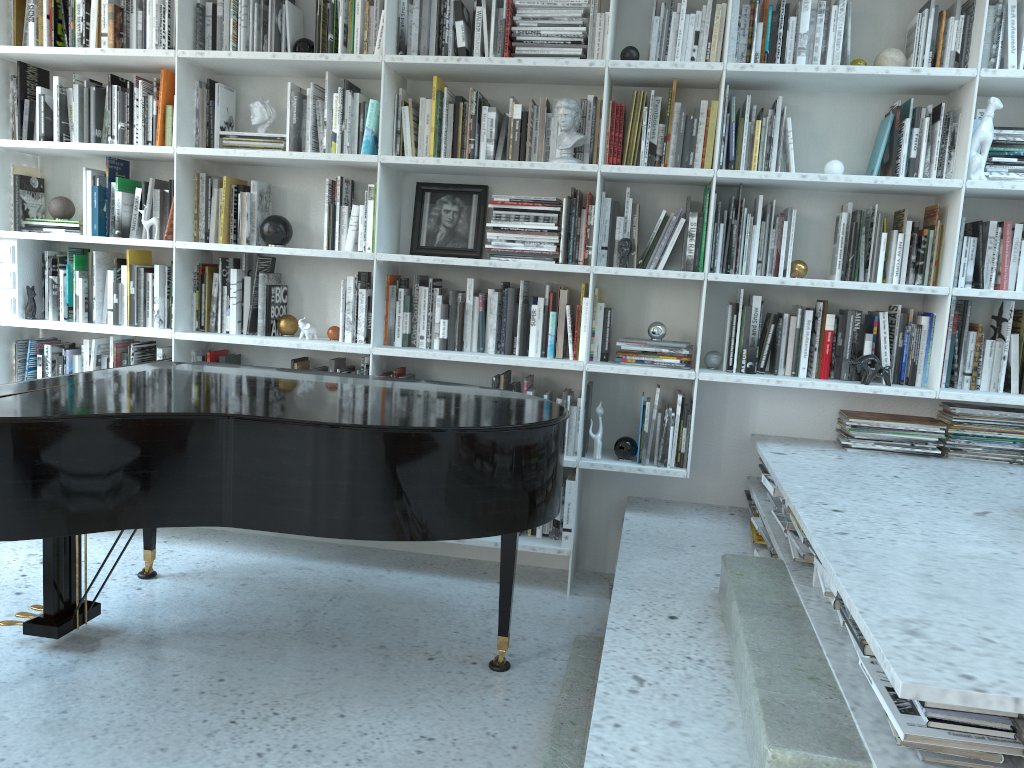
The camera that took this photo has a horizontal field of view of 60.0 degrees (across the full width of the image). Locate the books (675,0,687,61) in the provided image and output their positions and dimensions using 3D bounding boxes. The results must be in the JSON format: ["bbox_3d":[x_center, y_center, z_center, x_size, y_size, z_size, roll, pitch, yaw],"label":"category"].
[{"bbox_3d":[0.631,-1.303,3.319,0.028,0.276,0.186,5,8,9],"label":"books"}]

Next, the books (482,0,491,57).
[{"bbox_3d":[-0.089,-1.373,3.457,0.049,0.291,0.162,5,8,9],"label":"books"}]

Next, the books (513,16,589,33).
[{"bbox_3d":[0.157,-1.385,3.420,0.285,0.012,0.159,5,7,8],"label":"books"}]

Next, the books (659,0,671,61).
[{"bbox_3d":[0.578,-1.298,3.356,0.028,0.250,0.164,5,8,9],"label":"books"}]

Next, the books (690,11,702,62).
[{"bbox_3d":[0.687,-1.268,3.329,0.029,0.211,0.157,5,7,9],"label":"books"}]

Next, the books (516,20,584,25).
[{"bbox_3d":[0.156,-1.372,3.419,0.254,0.012,0.160,5,7,11],"label":"books"}]

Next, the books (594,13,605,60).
[{"bbox_3d":[0.339,-1.293,3.396,0.029,0.199,0.171,5,7,9],"label":"books"}]

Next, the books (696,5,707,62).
[{"bbox_3d":[0.707,-1.279,3.331,0.024,0.234,0.149,5,8,9],"label":"books"}]

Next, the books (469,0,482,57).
[{"bbox_3d":[-0.139,-1.375,3.469,0.022,0.286,0.130,5,8,9],"label":"books"}]

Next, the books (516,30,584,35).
[{"bbox_3d":[0.154,-1.336,3.426,0.254,0.012,0.160,5,7,10],"label":"books"}]

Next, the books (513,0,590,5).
[{"bbox_3d":[0.160,-1.446,3.409,0.285,0.012,0.159,5,7,11],"label":"books"}]

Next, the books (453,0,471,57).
[{"bbox_3d":[-0.186,-1.353,3.467,0.066,0.237,0.153,5,8,9],"label":"books"}]

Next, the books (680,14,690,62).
[{"bbox_3d":[0.646,-1.263,3.332,0.024,0.195,0.172,5,7,9],"label":"books"}]

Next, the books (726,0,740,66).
[{"bbox_3d":[0.816,-1.278,3.304,0.028,0.252,0.189,5,7,9],"label":"books"}]

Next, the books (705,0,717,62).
[{"bbox_3d":[0.741,-1.298,3.322,0.025,0.277,0.172,5,8,9],"label":"books"}]

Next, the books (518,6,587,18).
[{"bbox_3d":[0.160,-1.423,3.416,0.254,0.012,0.160,5,7,9],"label":"books"}]

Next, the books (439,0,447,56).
[{"bbox_3d":[-0.261,-1.368,3.486,0.011,0.252,0.152,5,8,9],"label":"books"}]

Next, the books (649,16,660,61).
[{"bbox_3d":[0.537,-1.267,3.350,0.028,0.186,0.181,5,7,9],"label":"books"}]

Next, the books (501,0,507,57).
[{"bbox_3d":[-0.016,-1.344,3.441,0.015,0.245,0.182,5,7,9],"label":"books"}]

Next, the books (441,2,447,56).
[{"bbox_3d":[-0.249,-1.358,3.486,0.014,0.233,0.147,5,8,9],"label":"books"}]

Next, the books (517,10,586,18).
[{"bbox_3d":[0.158,-1.410,3.414,0.254,0.012,0.160,5,7,11],"label":"books"}]

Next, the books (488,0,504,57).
[{"bbox_3d":[-0.058,-1.358,3.439,0.021,0.269,0.191,5,7,9],"label":"books"}]

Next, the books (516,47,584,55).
[{"bbox_3d":[0.151,-1.277,3.434,0.254,0.012,0.160,5,7,8],"label":"books"}]

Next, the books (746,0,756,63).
[{"bbox_3d":[0.883,-1.289,3.311,0.014,0.279,0.153,5,8,9],"label":"books"}]

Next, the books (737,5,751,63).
[{"bbox_3d":[0.861,-1.273,3.321,0.030,0.242,0.138,5,8,9],"label":"books"}]

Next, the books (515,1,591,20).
[{"bbox_3d":[0.158,-1.434,3.403,0.285,0.012,0.159,4,7,4],"label":"books"}]

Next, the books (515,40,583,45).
[{"bbox_3d":[0.152,-1.300,3.428,0.254,0.012,0.160,5,7,11],"label":"books"}]

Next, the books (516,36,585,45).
[{"bbox_3d":[0.152,-1.313,3.427,0.254,0.012,0.160,4,7,7],"label":"books"}]

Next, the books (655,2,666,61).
[{"bbox_3d":[0.561,-1.296,3.364,0.024,0.243,0.159,5,8,9],"label":"books"}]

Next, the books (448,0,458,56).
[{"bbox_3d":[-0.223,-1.358,3.479,0.011,0.240,0.147,5,8,9],"label":"books"}]

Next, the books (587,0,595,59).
[{"bbox_3d":[0.305,-1.321,3.385,0.012,0.254,0.160,5,8,9],"label":"books"}]

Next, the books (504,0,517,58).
[{"bbox_3d":[-0.004,-1.342,3.427,0.013,0.247,0.176,5,7,9],"label":"books"}]

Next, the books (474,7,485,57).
[{"bbox_3d":[-0.119,-1.338,3.464,0.024,0.217,0.147,5,7,9],"label":"books"}]

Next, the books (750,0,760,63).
[{"bbox_3d":[0.894,-1.270,3.295,0.014,0.248,0.176,5,7,9],"label":"books"}]

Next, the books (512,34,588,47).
[{"bbox_3d":[0.153,-1.324,3.428,0.285,0.012,0.159,5,7,10],"label":"books"}]

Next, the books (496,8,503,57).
[{"bbox_3d":[-0.034,-1.332,3.455,0.024,0.216,0.132,5,8,9],"label":"books"}]

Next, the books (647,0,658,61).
[{"bbox_3d":[0.532,-1.320,3.367,0.018,0.286,0.159,5,8,9],"label":"books"}]

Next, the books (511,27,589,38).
[{"bbox_3d":[0.154,-1.348,3.420,0.285,0.012,0.159,5,7,12],"label":"books"}]

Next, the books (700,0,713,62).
[{"bbox_3d":[0.726,-1.307,3.326,0.028,0.294,0.154,5,8,9],"label":"books"}]

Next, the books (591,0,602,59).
[{"bbox_3d":[0.322,-1.354,3.394,0.012,0.319,0.139,5,8,9],"label":"books"}]

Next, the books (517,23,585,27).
[{"bbox_3d":[0.155,-1.360,3.418,0.254,0.012,0.160,4,7,6],"label":"books"}]

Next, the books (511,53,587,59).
[{"bbox_3d":[0.149,-1.252,3.437,0.285,0.012,0.159,5,7,10],"label":"books"}]

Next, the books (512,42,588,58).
[{"bbox_3d":[0.151,-1.288,3.428,0.285,0.012,0.159,4,7,6],"label":"books"}]

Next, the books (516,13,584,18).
[{"bbox_3d":[0.156,-1.396,3.409,0.254,0.012,0.160,5,7,14],"label":"books"}]

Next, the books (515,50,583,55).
[{"bbox_3d":[0.150,-1.265,3.437,0.254,0.012,0.160,5,7,9],"label":"books"}]

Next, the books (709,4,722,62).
[{"bbox_3d":[0.753,-1.271,3.307,0.028,0.230,0.176,5,7,9],"label":"books"}]

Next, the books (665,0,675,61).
[{"bbox_3d":[0.593,-1.310,3.353,0.019,0.276,0.145,5,8,9],"label":"books"}]

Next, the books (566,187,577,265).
[{"bbox_3d":[0.238,-0.620,3.516,0.011,0.299,0.130,5,8,9],"label":"books"}]

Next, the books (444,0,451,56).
[{"bbox_3d":[-0.236,-1.365,3.479,0.014,0.250,0.172,5,7,9],"label":"books"}]

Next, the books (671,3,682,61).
[{"bbox_3d":[0.617,-1.287,3.345,0.023,0.236,0.178,5,7,9],"label":"books"}]

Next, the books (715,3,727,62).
[{"bbox_3d":[0.775,-1.275,3.319,0.026,0.238,0.172,5,7,9],"label":"books"}]

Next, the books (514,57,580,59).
[{"bbox_3d":[0.148,-1.240,3.434,0.254,0.012,0.160,5,7,12],"label":"books"}]

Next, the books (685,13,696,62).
[{"bbox_3d":[0.665,-1.263,3.332,0.027,0.197,0.184,5,7,9],"label":"books"}]

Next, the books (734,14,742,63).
[{"bbox_3d":[0.840,-1.259,3.330,0.013,0.210,0.140,5,8,9],"label":"books"}]

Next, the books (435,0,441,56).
[{"bbox_3d":[-0.270,-1.392,3.482,0.011,0.300,0.179,5,8,9],"label":"books"}]

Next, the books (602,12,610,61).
[{"bbox_3d":[0.369,-1.294,3.397,0.030,0.205,0.158,5,7,9],"label":"books"}]

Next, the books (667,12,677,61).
[{"bbox_3d":[0.602,-1.275,3.354,0.023,0.207,0.170,5,7,9],"label":"books"}]
